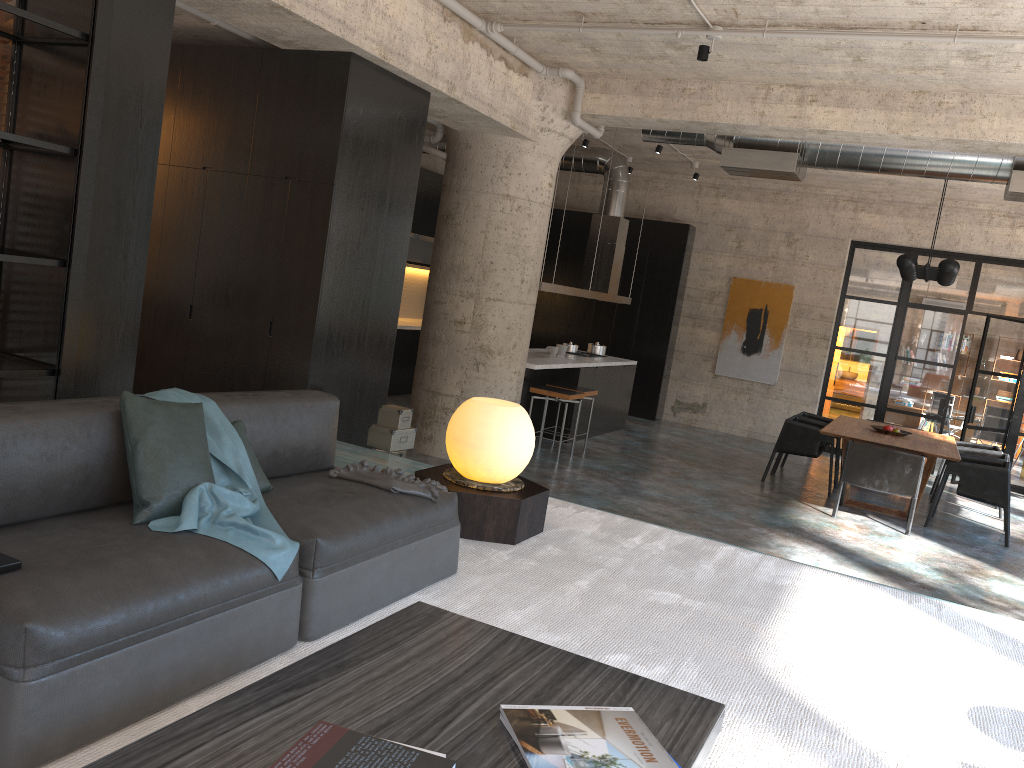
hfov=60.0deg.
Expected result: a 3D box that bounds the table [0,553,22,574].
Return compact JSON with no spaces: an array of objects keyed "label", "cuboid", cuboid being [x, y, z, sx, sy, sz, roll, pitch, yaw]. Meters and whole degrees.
[{"label":"table","cuboid":[-1.528,0.601,2.136,0.420,0.390,0.413,12,7,24]}]

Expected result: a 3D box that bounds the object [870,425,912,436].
[{"label":"object","cuboid":[4.160,0.507,9.732,0.435,0.079,0.435,6,7,-29]}]

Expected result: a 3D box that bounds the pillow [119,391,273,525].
[{"label":"pillow","cuboid":[-1.015,0.235,2.949,0.320,0.393,0.670,13,7,30]}]

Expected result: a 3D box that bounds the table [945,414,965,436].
[{"label":"table","cuboid":[7.605,0.986,14.312,1.800,0.721,0.800,12,7,24]}]

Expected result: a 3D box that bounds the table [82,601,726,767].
[{"label":"table","cuboid":[-0.209,0.889,1.729,0.900,0.309,1.500,12,7,24]}]

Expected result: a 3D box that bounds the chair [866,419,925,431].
[{"label":"chair","cuboid":[4.700,0.880,11.059,0.707,0.738,0.754,12,7,24]}]

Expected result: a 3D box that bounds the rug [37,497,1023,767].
[{"label":"rug","cuboid":[-0.254,1.069,1.438,2.954,0.032,7.768,12,7,24]}]

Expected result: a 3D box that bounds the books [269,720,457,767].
[{"label":"books","cuboid":[-0.253,0.692,1.489,0.279,0.116,0.322,10,6,9]}]

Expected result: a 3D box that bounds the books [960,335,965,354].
[{"label":"books","cuboid":[9.008,-0.797,17.771,0.036,0.379,0.244,12,7,24]}]

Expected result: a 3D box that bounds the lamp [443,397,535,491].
[{"label":"lamp","cuboid":[-0.113,0.297,4.590,0.462,0.417,0.462,4,8,-37]}]

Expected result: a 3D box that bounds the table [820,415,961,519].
[{"label":"table","cuboid":[4.126,0.920,9.795,1.299,0.756,2.410,12,7,24]}]

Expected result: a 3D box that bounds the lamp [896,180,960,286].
[{"label":"lamp","cuboid":[4.563,-1.778,9.482,0.583,1.327,1.813,12,7,24]}]

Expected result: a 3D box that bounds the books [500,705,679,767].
[{"label":"books","cuboid":[0.158,0.754,1.890,0.318,0.011,0.252,7,7,-16]}]

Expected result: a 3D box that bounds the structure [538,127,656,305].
[{"label":"structure","cuboid":[0.886,-2.107,10.718,0.538,2.100,3.117,12,7,24]}]

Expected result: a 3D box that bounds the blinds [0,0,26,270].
[{"label":"blinds","cuboid":[-3.202,-0.686,3.115,0.136,3.160,2.915,12,7,24]}]

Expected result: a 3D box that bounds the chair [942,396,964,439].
[{"label":"chair","cuboid":[7.599,0.687,15.643,0.684,1.015,0.653,5,7,-31]}]

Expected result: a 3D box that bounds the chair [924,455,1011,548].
[{"label":"chair","cuboid":[4.624,1.115,8.852,0.754,0.738,0.707,13,7,29]}]

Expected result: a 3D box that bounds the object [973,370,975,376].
[{"label":"object","cuboid":[9.259,-0.311,17.610,0.121,0.395,0.062,12,7,27]}]

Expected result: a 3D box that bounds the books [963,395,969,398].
[{"label":"books","cuboid":[9.174,0.264,17.693,0.335,0.033,0.284,12,7,24]}]

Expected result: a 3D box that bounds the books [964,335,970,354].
[{"label":"books","cuboid":[9.092,-0.780,17.732,0.036,0.379,0.244,12,7,24]}]

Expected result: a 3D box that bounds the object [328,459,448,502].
[{"label":"object","cuboid":[-0.488,0.435,3.696,0.433,0.185,0.429,11,7,20]}]

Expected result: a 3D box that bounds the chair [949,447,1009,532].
[{"label":"chair","cuboid":[5.026,1.095,9.597,0.754,0.738,0.707,13,7,29]}]

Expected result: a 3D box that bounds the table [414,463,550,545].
[{"label":"table","cuboid":[-0.239,0.620,4.470,0.616,0.230,1.044,12,7,24]}]

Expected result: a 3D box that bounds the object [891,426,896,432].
[{"label":"object","cuboid":[4.207,0.502,9.762,0.110,0.082,0.088,6,7,-25]}]

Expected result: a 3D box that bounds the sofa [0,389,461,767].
[{"label":"sofa","cuboid":[-1.057,0.417,3.059,1.019,0.680,2.063,12,7,24]}]

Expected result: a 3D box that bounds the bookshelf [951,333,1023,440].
[{"label":"bookshelf","cuboid":[9.204,0.120,17.692,3.034,2.179,0.366,12,7,24]}]

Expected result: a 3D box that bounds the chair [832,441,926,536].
[{"label":"chair","cuboid":[3.597,0.971,8.679,0.707,0.738,0.754,12,7,24]}]

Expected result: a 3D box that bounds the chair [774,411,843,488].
[{"label":"chair","cuboid":[3.625,0.754,10.650,0.754,0.738,0.707,12,7,24]}]

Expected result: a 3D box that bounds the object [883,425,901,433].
[{"label":"object","cuboid":[4.161,0.496,9.706,0.219,0.097,0.100,6,7,-22]}]

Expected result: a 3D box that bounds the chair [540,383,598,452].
[{"label":"chair","cuboid":[0.618,0.380,9.893,0.450,0.698,0.450,12,7,24]}]

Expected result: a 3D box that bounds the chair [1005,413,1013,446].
[{"label":"chair","cuboid":[7.517,0.864,13.946,0.653,1.015,0.684,12,7,23]}]

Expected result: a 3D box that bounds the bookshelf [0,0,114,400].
[{"label":"bookshelf","cuboid":[-2.852,-0.807,2.953,0.628,2.571,2.900,12,7,24]}]

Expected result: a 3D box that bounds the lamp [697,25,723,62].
[{"label":"lamp","cuboid":[1.355,-2.326,6.065,0.141,0.215,0.107,10,6,7]}]

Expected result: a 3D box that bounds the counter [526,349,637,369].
[{"label":"counter","cuboid":[0.529,-0.323,10.791,1.000,0.046,3.500,12,7,24]}]

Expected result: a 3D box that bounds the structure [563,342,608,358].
[{"label":"structure","cuboid":[0.936,-0.491,11.810,0.506,0.187,0.833,12,7,24]}]

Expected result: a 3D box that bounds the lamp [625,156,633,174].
[{"label":"lamp","cuboid":[1.688,-3.158,12.819,0.145,0.236,0.107,10,6,7]}]

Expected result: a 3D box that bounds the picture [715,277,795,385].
[{"label":"picture","cuboid":[3.640,-0.800,13.318,0.928,1.494,0.029,12,7,24]}]

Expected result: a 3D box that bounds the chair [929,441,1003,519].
[{"label":"chair","cuboid":[5.344,1.065,10.322,0.754,0.738,0.707,12,7,24]}]

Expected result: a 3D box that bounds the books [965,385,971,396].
[{"label":"books","cuboid":[9.192,0.161,17.680,0.249,0.218,0.204,12,7,24]}]

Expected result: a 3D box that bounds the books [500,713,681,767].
[{"label":"books","cuboid":[0.164,0.766,1.889,0.318,0.011,0.252,7,7,-21]}]

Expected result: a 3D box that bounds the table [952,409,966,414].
[{"label":"table","cuboid":[8.214,0.882,16.105,1.800,0.721,0.800,12,7,24]}]

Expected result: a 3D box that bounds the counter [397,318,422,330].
[{"label":"counter","cuboid":[-1.890,-0.804,12.082,1.000,0.142,4.360,12,7,24]}]

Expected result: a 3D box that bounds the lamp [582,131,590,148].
[{"label":"lamp","cuboid":[0.908,-3.089,11.122,0.145,0.236,0.107,10,6,7]}]

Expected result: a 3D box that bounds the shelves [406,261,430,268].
[{"label":"shelves","cuboid":[-2.002,-1.757,12.099,0.403,0.043,4.362,12,7,24]}]

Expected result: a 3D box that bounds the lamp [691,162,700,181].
[{"label":"lamp","cuboid":[2.562,-2.974,12.418,0.145,0.236,0.107,10,6,7]}]

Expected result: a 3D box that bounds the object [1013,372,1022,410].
[{"label":"object","cuboid":[9.271,0.562,16.287,0.304,1.640,0.342,12,7,24]}]

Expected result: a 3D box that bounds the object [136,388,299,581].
[{"label":"object","cuboid":[-1.061,0.288,2.967,0.444,0.438,0.985,4,8,-39]}]

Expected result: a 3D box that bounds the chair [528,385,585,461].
[{"label":"chair","cuboid":[0.432,0.407,9.382,0.450,0.698,0.450,12,7,24]}]

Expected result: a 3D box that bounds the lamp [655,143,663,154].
[{"label":"lamp","cuboid":[1.762,-2.909,10.730,0.145,0.236,0.107,10,6,7]}]

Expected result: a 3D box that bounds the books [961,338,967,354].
[{"label":"books","cuboid":[9.043,-0.762,17.750,0.055,0.326,0.255,12,7,24]}]

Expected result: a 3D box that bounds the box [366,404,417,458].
[{"label":"box","cuboid":[-0.849,0.377,6.251,0.280,0.441,0.331,11,6,14]}]

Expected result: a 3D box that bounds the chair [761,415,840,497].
[{"label":"chair","cuboid":[3.307,0.778,9.989,0.754,0.738,0.707,12,7,24]}]

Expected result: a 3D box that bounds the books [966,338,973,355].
[{"label":"books","cuboid":[9.139,-0.744,17.730,0.055,0.326,0.255,12,7,24]}]

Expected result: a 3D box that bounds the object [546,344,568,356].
[{"label":"object","cuboid":[0.555,-0.425,10.927,0.188,0.133,0.437,12,7,25]}]
